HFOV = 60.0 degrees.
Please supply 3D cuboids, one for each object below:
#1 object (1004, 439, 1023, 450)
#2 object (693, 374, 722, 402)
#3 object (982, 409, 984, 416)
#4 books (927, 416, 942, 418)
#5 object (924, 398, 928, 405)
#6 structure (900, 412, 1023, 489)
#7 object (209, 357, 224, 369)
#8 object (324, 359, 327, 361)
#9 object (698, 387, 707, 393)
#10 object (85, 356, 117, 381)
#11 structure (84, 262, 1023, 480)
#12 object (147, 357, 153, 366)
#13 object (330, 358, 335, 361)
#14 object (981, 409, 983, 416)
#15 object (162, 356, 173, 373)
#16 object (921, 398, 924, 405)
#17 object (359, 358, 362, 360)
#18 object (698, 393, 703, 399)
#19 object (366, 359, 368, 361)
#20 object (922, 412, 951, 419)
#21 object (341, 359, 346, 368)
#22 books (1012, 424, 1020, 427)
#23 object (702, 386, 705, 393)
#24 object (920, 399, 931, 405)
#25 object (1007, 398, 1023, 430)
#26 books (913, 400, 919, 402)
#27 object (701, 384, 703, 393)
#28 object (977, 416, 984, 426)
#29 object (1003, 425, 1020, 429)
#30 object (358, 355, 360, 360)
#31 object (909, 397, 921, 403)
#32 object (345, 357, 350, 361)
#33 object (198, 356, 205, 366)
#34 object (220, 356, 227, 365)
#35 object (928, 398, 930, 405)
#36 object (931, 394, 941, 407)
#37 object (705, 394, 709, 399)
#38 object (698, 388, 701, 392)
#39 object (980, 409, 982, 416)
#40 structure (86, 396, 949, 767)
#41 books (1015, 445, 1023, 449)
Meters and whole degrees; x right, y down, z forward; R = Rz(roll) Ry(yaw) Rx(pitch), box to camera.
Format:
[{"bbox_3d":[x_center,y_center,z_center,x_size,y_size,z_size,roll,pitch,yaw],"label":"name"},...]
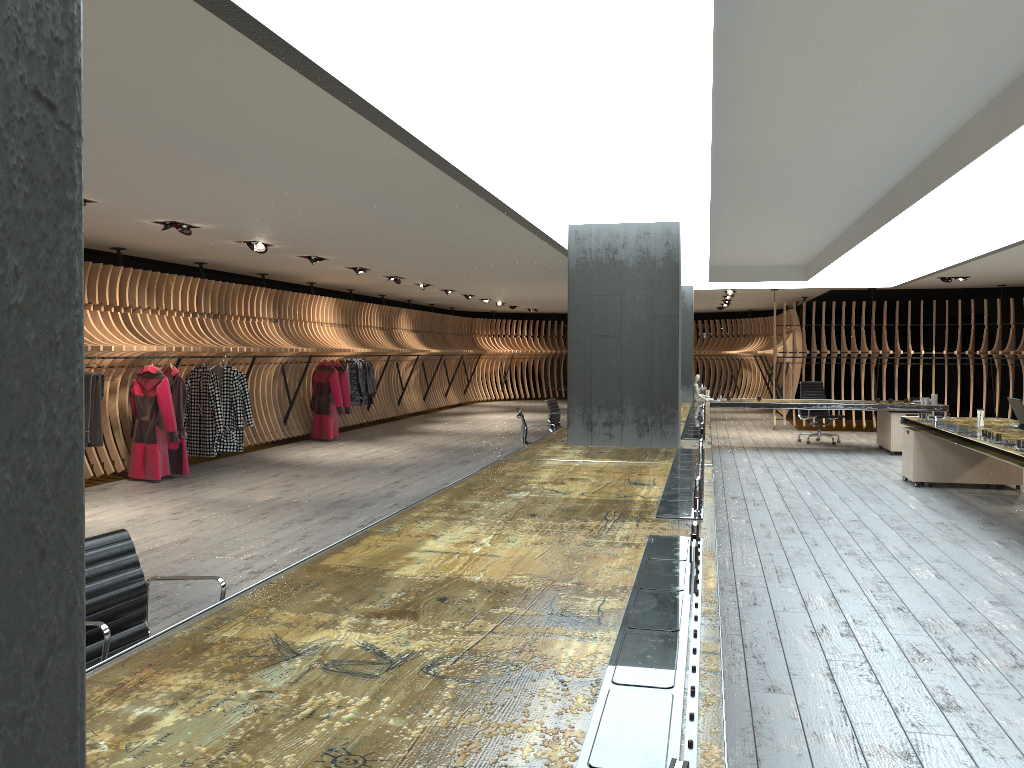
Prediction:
[{"bbox_3d":[4.080,0.484,7.009,0.302,0.074,0.217,0,2,7],"label":"object"},{"bbox_3d":[3.054,0.067,13.870,0.431,0.429,0.195,0,1,8],"label":"object"},{"bbox_3d":[4.895,0.343,9.228,0.030,0.170,0.007,1,1,25],"label":"object"},{"bbox_3d":[4.900,0.381,10.286,0.155,0.025,0.110,0,2,7],"label":"books"},{"bbox_3d":[6.091,0.260,13.041,0.062,0.109,0.062,0,1,-15],"label":"object"},{"bbox_3d":[4.087,0.898,5.389,1.162,0.844,10.455,1,2,12],"label":"structure"},{"bbox_3d":[-3.848,-0.236,11.572,0.525,0.270,0.012,1,1,12],"label":"object"},{"bbox_3d":[-3.143,-0.355,14.928,0.525,0.270,0.012,2,2,42],"label":"object"},{"bbox_3d":[3.038,0.157,14.131,0.138,0.208,0.034,0,1,-8],"label":"object"},{"bbox_3d":[-4.388,-0.166,9.298,0.547,0.262,0.023,1,1,14],"label":"object"},{"bbox_3d":[2.578,-0.139,10.093,14.882,2.439,36.568,1,2,12],"label":"structure"},{"bbox_3d":[-4.176,-0.189,10.226,0.525,0.270,0.012,1,2,32],"label":"object"},{"bbox_3d":[-3.091,-0.354,15.197,0.523,0.290,0.015,1,1,22],"label":"object"},{"bbox_3d":[4.886,0.343,9.226,0.007,0.170,0.030,-1,1,-38],"label":"object"},{"bbox_3d":[-4.072,-0.200,10.533,0.525,0.270,0.012,2,2,42],"label":"object"},{"bbox_3d":[6.070,0.258,13.108,0.062,0.109,0.062,0,1,-15],"label":"object"},{"bbox_3d":[-2.828,-0.420,16.388,0.438,0.244,0.010,1,1,12],"label":"object"},{"bbox_3d":[2.982,0.202,14.090,0.108,0.128,0.108,1,2,27],"label":"object"},{"bbox_3d":[-2.736,-0.439,16.742,0.010,0.226,0.440,-1,2,-38],"label":"object"},{"bbox_3d":[4.903,0.371,10.282,0.302,0.074,0.217,0,2,7],"label":"object"},{"bbox_3d":[-2.986,-0.403,15.593,0.010,0.226,0.440,0,2,-28],"label":"object"},{"bbox_3d":[5.174,0.420,8.969,0.186,0.027,0.112,0,2,-3],"label":"books"},{"bbox_3d":[3.021,0.144,14.080,0.084,0.240,0.009,0,1,-11],"label":"object"},{"bbox_3d":[6.130,0.268,13.110,0.175,0.089,0.289,1,2,28],"label":"object"},{"bbox_3d":[5.092,0.301,8.656,0.365,0.316,0.373,1,2,12],"label":"object"},{"bbox_3d":[6.297,0.262,13.788,0.110,0.025,0.155,1,2,17],"label":"books"},{"bbox_3d":[3.011,0.131,14.097,0.062,0.264,0.012,-1,1,-35],"label":"object"},{"bbox_3d":[4.884,0.388,9.248,0.061,0.111,0.061,-1,2,-44],"label":"object"},{"bbox_3d":[5.155,0.437,9.011,0.213,0.019,0.219,0,2,-3],"label":"object"},{"bbox_3d":[-2.825,-0.422,16.264,0.440,0.226,0.010,2,2,37],"label":"object"},{"bbox_3d":[6.301,0.252,13.790,0.217,0.074,0.302,1,2,17],"label":"object"},{"bbox_3d":[-2.937,-0.411,15.824,0.440,0.226,0.010,0,1,2],"label":"object"},{"bbox_3d":[-3.946,-0.226,11.261,0.525,0.270,0.012,1,2,32],"label":"object"},{"bbox_3d":[-3.828,-0.243,11.753,0.525,0.270,0.012,0,1,2],"label":"object"},{"bbox_3d":[6.139,0.258,13.093,0.062,0.109,0.062,0,1,-15],"label":"object"},{"bbox_3d":[6.201,0.257,12.973,0.088,0.204,0.263,0,2,11],"label":"object"},{"bbox_3d":[3.108,0.209,14.104,0.061,0.111,0.061,0,1,1],"label":"object"},{"bbox_3d":[2.974,0.161,14.102,0.081,0.198,0.050,1,1,37],"label":"object"},{"bbox_3d":[4.876,0.343,9.228,0.007,0.170,0.030,0,1,-11],"label":"object"},{"bbox_3d":[2.340,0.871,5.993,4.836,0.844,18.482,1,2,12],"label":"structure"},{"bbox_3d":[4.077,0.494,7.013,0.155,0.025,0.110,0,2,7],"label":"books"}]
